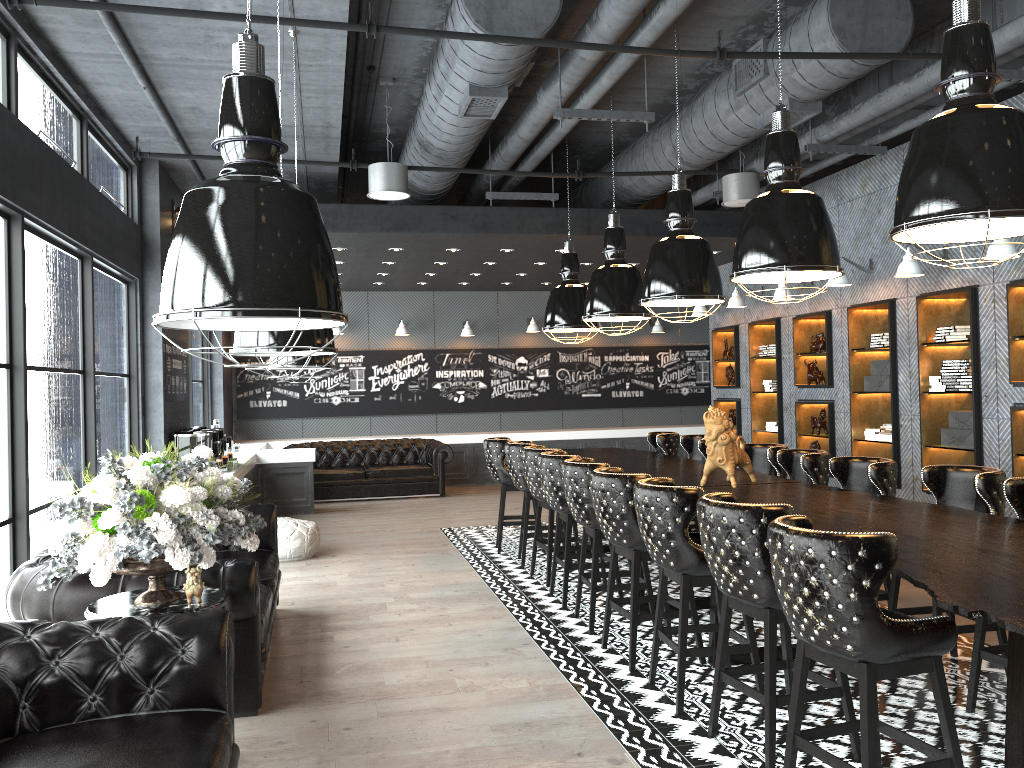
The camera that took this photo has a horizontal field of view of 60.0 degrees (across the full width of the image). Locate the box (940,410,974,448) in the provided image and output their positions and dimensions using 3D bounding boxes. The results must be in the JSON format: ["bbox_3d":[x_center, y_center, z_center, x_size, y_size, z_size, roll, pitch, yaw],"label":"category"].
[{"bbox_3d":[4.036,0.400,7.905,0.323,0.316,0.419,-1,0,-12],"label":"box"}]

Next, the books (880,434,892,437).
[{"bbox_3d":[3.794,0.512,8.800,0.202,0.022,0.228,-1,0,-9],"label":"books"}]

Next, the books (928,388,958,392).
[{"bbox_3d":[3.951,0.052,8.049,0.245,0.028,0.193,-1,0,-19],"label":"books"}]

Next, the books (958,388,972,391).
[{"bbox_3d":[4.063,0.048,7.750,0.193,0.028,0.245,-1,0,-8],"label":"books"}]

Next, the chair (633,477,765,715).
[{"bbox_3d":[0.920,1.041,4.532,0.568,1.092,0.504,-1,-1,-8],"label":"chair"}]

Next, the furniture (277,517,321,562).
[{"bbox_3d":[-2.211,1.499,8.631,0.679,0.383,0.679,-1,0,-12],"label":"furniture"}]

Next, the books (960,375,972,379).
[{"bbox_3d":[4.082,-0.065,7.744,0.193,0.028,0.245,-1,0,-17],"label":"books"}]

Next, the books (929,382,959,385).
[{"bbox_3d":[3.965,-0.005,8.063,0.245,0.028,0.193,-1,0,-6],"label":"books"}]

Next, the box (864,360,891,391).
[{"bbox_3d":[3.780,-0.085,9.002,0.298,0.316,0.419,-1,0,-12],"label":"box"}]

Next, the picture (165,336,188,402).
[{"bbox_3d":[-3.482,-0.137,9.110,0.086,0.634,1.389,-1,0,-12],"label":"picture"}]

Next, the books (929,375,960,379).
[{"bbox_3d":[3.954,-0.061,8.052,0.245,0.028,0.193,-1,0,-5],"label":"books"}]

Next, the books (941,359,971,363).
[{"bbox_3d":[4.011,-0.203,7.934,0.193,0.028,0.245,-1,0,-37],"label":"books"}]

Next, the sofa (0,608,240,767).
[{"bbox_3d":[-1.387,1.223,2.153,1.239,0.838,2.565,-1,0,-13],"label":"sofa"}]

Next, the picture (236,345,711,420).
[{"bbox_3d":[1.561,-0.110,15.906,12.466,1.103,0.200,-1,-1,-12],"label":"picture"}]

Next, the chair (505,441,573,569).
[{"bbox_3d":[0.230,1.069,8.028,0.568,1.092,0.504,-1,-1,-3],"label":"chair"}]

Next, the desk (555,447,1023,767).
[{"bbox_3d":[1.357,1.128,5.780,1.433,0.927,7.593,-1,0,-12],"label":"desk"}]

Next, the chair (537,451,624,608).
[{"bbox_3d":[0.485,1.058,6.632,0.568,1.092,0.504,-1,-1,-9],"label":"chair"}]

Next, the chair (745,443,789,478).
[{"bbox_3d":[1.882,1.025,6.929,0.568,1.092,0.504,-1,-1,-17],"label":"chair"}]

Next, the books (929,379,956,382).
[{"bbox_3d":[3.939,-0.032,8.028,0.245,0.028,0.193,-1,0,1],"label":"books"}]

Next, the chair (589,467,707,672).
[{"bbox_3d":[0.752,1.047,5.198,0.568,1.092,0.504,-1,-1,-14],"label":"chair"}]

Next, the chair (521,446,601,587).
[{"bbox_3d":[0.368,1.063,7.326,0.568,1.092,0.504,-1,-1,-15],"label":"chair"}]

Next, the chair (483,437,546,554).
[{"bbox_3d":[0.013,1.076,8.724,0.568,1.092,0.504,-1,-1,-3],"label":"chair"}]

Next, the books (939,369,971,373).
[{"bbox_3d":[3.983,-0.118,7.924,0.193,0.028,0.245,-1,0,-40],"label":"books"}]

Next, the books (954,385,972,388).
[{"bbox_3d":[4.029,0.021,7.764,0.193,0.028,0.245,-1,0,-1],"label":"books"}]

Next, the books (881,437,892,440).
[{"bbox_3d":[3.795,0.534,8.798,0.158,0.021,0.224,-1,0,-3],"label":"books"}]

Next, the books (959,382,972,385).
[{"bbox_3d":[4.089,-0.009,7.764,0.193,0.028,0.245,-1,0,-16],"label":"books"}]

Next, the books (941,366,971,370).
[{"bbox_3d":[4.010,-0.147,7.952,0.193,0.028,0.245,-1,0,-42],"label":"books"}]

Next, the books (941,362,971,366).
[{"bbox_3d":[3.998,-0.175,7.937,0.245,0.028,0.193,-2,0,39],"label":"books"}]

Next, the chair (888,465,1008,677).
[{"bbox_3d":[2.377,1.006,4.813,0.568,1.092,0.504,-1,-1,-10],"label":"chair"}]

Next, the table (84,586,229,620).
[{"bbox_3d":[-1.506,1.288,3.796,0.572,0.726,0.572,-2,-1,41],"label":"table"}]

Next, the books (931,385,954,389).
[{"bbox_3d":[3.958,0.024,8.010,0.245,0.028,0.193,-1,0,-13],"label":"books"}]

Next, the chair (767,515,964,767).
[{"bbox_3d":[1.211,1.030,3.127,0.568,1.092,0.504,-1,-1,-20],"label":"chair"}]

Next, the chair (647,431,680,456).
[{"bbox_3d":[1.430,1.042,9.014,0.568,1.092,0.504,-1,-1,-3],"label":"chair"}]

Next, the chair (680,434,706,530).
[{"bbox_3d":[1.686,1.034,8.308,0.568,1.092,0.504,-1,-1,-15],"label":"chair"}]

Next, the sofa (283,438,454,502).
[{"bbox_3d":[-2.215,1.277,13.365,2.566,0.838,1.239,-1,0,-13],"label":"sofa"}]

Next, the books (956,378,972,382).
[{"bbox_3d":[4.065,-0.036,7.779,0.193,0.028,0.245,-1,0,-22],"label":"books"}]

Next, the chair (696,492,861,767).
[{"bbox_3d":[1.108,1.035,3.853,0.568,1.092,0.504,-1,-1,-18],"label":"chair"}]

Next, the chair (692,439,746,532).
[{"bbox_3d":[1.736,1.031,7.618,0.568,1.092,0.504,-1,-1,-22],"label":"chair"}]

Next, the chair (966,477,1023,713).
[{"bbox_3d":[2.481,1.002,4.103,0.568,1.092,0.504,-1,-1,-20],"label":"chair"}]

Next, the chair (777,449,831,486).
[{"bbox_3d":[1.960,1.021,6.250,0.568,1.092,0.504,-1,-1,-4],"label":"chair"}]

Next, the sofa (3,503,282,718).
[{"bbox_3d":[-2.065,1.249,5.355,1.239,0.838,2.565,-1,0,-13],"label":"sofa"}]

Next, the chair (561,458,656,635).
[{"bbox_3d":[0.622,1.053,5.934,0.568,1.092,0.504,-1,-1,-8],"label":"chair"}]

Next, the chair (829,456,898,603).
[{"bbox_3d":[2.098,1.015,5.501,0.568,1.092,0.504,-1,-1,-10],"label":"chair"}]

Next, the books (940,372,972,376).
[{"bbox_3d":[3.993,-0.090,7.923,0.193,0.028,0.245,-1,0,-43],"label":"books"}]
